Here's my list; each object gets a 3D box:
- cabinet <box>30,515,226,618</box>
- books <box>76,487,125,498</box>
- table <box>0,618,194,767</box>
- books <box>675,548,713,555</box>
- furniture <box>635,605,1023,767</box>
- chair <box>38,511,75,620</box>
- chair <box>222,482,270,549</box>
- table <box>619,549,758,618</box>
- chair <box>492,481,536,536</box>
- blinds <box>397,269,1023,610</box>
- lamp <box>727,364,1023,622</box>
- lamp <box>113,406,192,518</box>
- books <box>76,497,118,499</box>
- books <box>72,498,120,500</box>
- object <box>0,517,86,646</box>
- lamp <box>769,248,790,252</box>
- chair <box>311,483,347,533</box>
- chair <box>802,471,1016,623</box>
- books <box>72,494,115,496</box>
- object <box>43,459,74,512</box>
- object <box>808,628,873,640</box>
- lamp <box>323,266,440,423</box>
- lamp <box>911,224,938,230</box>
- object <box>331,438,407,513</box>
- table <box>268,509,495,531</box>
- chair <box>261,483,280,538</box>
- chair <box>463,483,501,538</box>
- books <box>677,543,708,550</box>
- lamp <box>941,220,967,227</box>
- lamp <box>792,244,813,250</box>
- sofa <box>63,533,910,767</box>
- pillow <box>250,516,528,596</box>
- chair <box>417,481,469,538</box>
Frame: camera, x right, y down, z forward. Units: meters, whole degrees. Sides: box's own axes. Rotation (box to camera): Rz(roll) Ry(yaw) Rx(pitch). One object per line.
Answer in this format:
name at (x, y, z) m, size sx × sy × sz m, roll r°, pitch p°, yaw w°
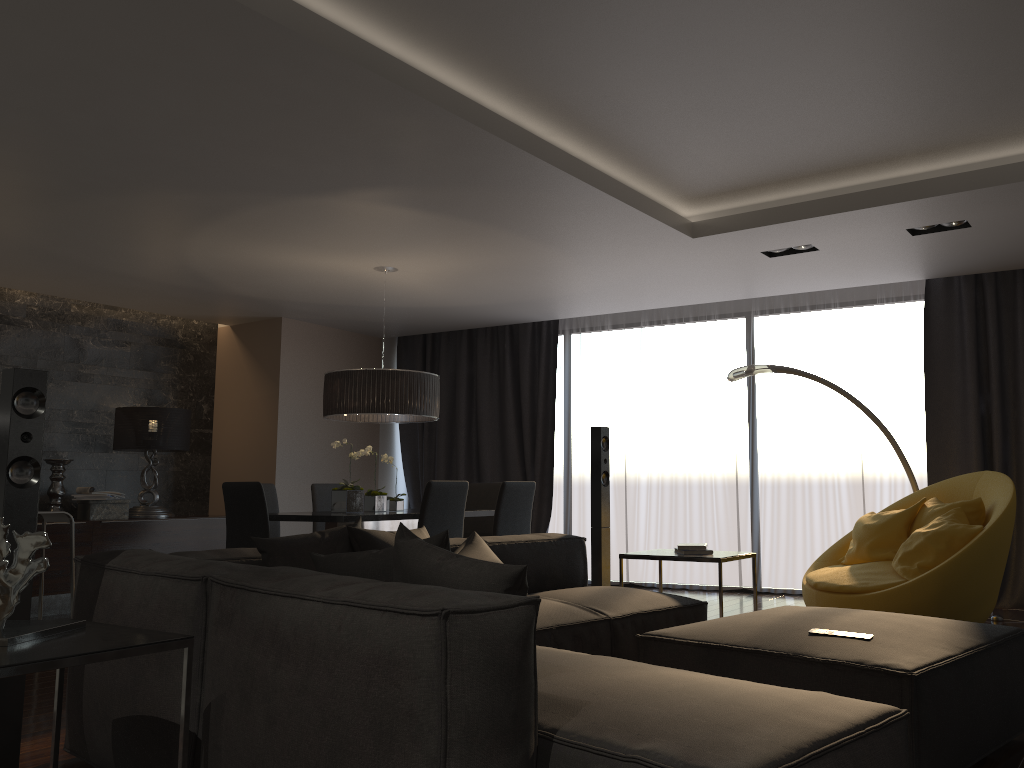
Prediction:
cabinet at (-3.302, 0.203, 4.395) m, size 4.224 × 2.503 × 7.266 m, roll -5°, pitch -8°, yaw 36°
books at (-3.412, 0.909, 7.294) m, size 0.288 × 0.109 × 0.305 m, roll 7°, pitch -10°, yaw -44°
table at (-1.146, 0.887, 2.059) m, size 0.570 × 0.563 × 0.473 m, roll -5°, pitch -9°, yaw 35°
books at (0.976, 0.899, 4.737) m, size 0.165 × 0.023 × 0.229 m, roll 0°, pitch -7°, yaw -4°
furniture at (1.192, 1.070, 3.234) m, size 1.157 × 0.440 × 1.034 m, roll 7°, pitch -10°, yaw -44°
chair at (-2.768, 1.124, 4.955) m, size 0.399 × 0.801 × 0.452 m, roll -5°, pitch -9°, yaw 35°
chair at (-1.458, 1.091, 5.442) m, size 0.406 × 0.966 × 0.600 m, roll -5°, pitch -9°, yaw 35°
table at (0.949, 1.192, 4.715) m, size 0.570 × 0.563 × 0.473 m, roll -5°, pitch -9°, yaw 35°
chair at (-0.166, 1.158, 6.066) m, size 0.543 × 0.966 × 0.449 m, roll -5°, pitch -9°, yaw 35°
blinds at (1.921, 0.379, 7.702) m, size 7.175 × 2.897 × 0.780 m, roll -4°, pitch -8°, yaw 26°
lamp at (3.619, 0.710, 5.946) m, size 4.144 × 1.781 × 0.593 m, roll -2°, pitch -8°, yaw 12°
lamp at (-3.129, 0.686, 7.625) m, size 0.620 × 0.935 × 0.564 m, roll 4°, pitch -8°, yaw -28°
books at (-3.408, 0.936, 7.235) m, size 0.261 × 0.011 × 0.307 m, roll 2°, pitch -7°, yaw -17°
books at (-3.410, 0.945, 7.218) m, size 0.257 × 0.011 × 0.313 m, roll 1°, pitch -7°, yaw -7°
object at (-1.263, 0.471, 2.158) m, size 0.282 × 0.288 × 0.286 m, roll -1°, pitch -7°, yaw 5°
lamp at (1.816, -0.939, 6.022) m, size 0.169 × 0.077 × 0.185 m, roll -4°, pitch -8°, yaw 30°
chair at (-1.237, 1.251, 6.785) m, size 0.543 × 0.966 × 0.449 m, roll -5°, pitch -9°, yaw 35°
chair at (2.332, 1.022, 5.225) m, size 1.135 × 1.007 × 1.519 m, roll 0°, pitch -7°, yaw 3°
books at (-3.422, 0.912, 7.213) m, size 0.259 × 0.011 × 0.310 m, roll 1°, pitch -7°, yaw -12°
object at (-3.619, 0.841, 6.988) m, size 0.212 × 0.486 × 0.204 m, roll 1°, pitch -7°, yaw -7°
object at (1.091, 0.831, 2.923) m, size 0.197 × 0.015 × 0.053 m, roll -5°, pitch -8°, yaw 34°
lamp at (-0.921, -0.298, 6.320) m, size 0.842 × 1.104 × 0.765 m, roll 4°, pitch -8°, yaw -30°
lamp at (2.576, -1.005, 5.512) m, size 0.186 × 0.077 × 0.167 m, roll 5°, pitch -8°, yaw -35°
object at (-1.021, 0.641, 6.158) m, size 0.295 × 0.502 × 0.601 m, roll -4°, pitch -8°, yaw 32°
table at (-0.913, 1.273, 6.121) m, size 0.988 × 0.761 × 1.682 m, roll -5°, pitch -8°, yaw 36°
chair at (-1.676, 1.183, 6.197) m, size 0.543 × 0.966 × 0.449 m, roll -5°, pitch -9°, yaw 35°
chair at (-0.377, 1.255, 6.858) m, size 0.406 × 0.966 × 0.600 m, roll -5°, pitch -9°, yaw 35°
books at (0.976, 0.879, 4.754) m, size 0.152 × 0.022 × 0.209 m, roll -2°, pitch -7°, yaw 12°
lamp at (2.719, -1.017, 5.417) m, size 0.186 × 0.077 × 0.167 m, roll 6°, pitch -9°, yaw -42°
lamp at (1.958, -0.951, 5.927) m, size 0.186 × 0.077 × 0.167 m, roll 6°, pitch -9°, yaw -42°
sofa at (0.187, 0.930, 3.106) m, size 2.620 × 0.704 × 2.585 m, roll 6°, pitch -10°, yaw -44°
pillow at (-0.471, 0.677, 3.091) m, size 1.062 × 0.431 × 2.087 m, roll 0°, pitch -7°, yaw -1°
chair at (-0.604, 1.091, 5.478) m, size 0.543 × 0.966 × 0.449 m, roll -5°, pitch -9°, yaw 35°
